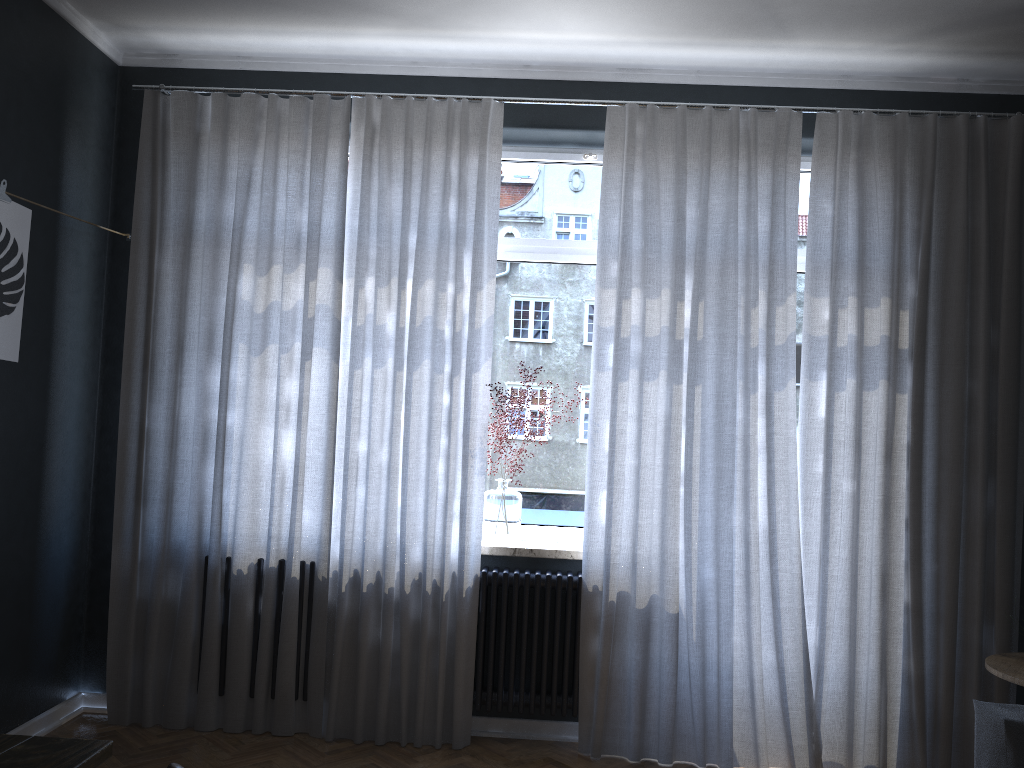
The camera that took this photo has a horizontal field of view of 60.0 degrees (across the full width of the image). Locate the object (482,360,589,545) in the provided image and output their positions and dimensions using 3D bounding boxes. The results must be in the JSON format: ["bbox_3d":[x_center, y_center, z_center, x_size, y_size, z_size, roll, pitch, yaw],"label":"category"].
[{"bbox_3d":[0.006,0.314,3.945,0.514,0.809,0.599,4,-3,-23],"label":"object"}]

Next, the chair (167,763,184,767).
[{"bbox_3d":[-0.764,0.972,1.222,0.467,0.819,0.363,3,-2,2],"label":"chair"}]

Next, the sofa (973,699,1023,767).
[{"bbox_3d":[1.780,1.123,1.585,0.970,0.797,2.342,3,-3,2],"label":"sofa"}]

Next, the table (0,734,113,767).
[{"bbox_3d":[-1.368,0.974,0.905,1.126,0.727,1.605,3,-3,2],"label":"table"}]

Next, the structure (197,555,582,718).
[{"bbox_3d":[-0.477,1.089,3.907,1.846,0.600,0.216,3,-2,2],"label":"structure"}]

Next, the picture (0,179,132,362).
[{"bbox_3d":[-1.846,-0.425,1.834,0.058,0.770,4.460,3,-3,2],"label":"picture"}]

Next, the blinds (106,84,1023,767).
[{"bbox_3d":[0.258,0.164,3.851,3.992,2.787,0.312,3,-2,2],"label":"blinds"}]
